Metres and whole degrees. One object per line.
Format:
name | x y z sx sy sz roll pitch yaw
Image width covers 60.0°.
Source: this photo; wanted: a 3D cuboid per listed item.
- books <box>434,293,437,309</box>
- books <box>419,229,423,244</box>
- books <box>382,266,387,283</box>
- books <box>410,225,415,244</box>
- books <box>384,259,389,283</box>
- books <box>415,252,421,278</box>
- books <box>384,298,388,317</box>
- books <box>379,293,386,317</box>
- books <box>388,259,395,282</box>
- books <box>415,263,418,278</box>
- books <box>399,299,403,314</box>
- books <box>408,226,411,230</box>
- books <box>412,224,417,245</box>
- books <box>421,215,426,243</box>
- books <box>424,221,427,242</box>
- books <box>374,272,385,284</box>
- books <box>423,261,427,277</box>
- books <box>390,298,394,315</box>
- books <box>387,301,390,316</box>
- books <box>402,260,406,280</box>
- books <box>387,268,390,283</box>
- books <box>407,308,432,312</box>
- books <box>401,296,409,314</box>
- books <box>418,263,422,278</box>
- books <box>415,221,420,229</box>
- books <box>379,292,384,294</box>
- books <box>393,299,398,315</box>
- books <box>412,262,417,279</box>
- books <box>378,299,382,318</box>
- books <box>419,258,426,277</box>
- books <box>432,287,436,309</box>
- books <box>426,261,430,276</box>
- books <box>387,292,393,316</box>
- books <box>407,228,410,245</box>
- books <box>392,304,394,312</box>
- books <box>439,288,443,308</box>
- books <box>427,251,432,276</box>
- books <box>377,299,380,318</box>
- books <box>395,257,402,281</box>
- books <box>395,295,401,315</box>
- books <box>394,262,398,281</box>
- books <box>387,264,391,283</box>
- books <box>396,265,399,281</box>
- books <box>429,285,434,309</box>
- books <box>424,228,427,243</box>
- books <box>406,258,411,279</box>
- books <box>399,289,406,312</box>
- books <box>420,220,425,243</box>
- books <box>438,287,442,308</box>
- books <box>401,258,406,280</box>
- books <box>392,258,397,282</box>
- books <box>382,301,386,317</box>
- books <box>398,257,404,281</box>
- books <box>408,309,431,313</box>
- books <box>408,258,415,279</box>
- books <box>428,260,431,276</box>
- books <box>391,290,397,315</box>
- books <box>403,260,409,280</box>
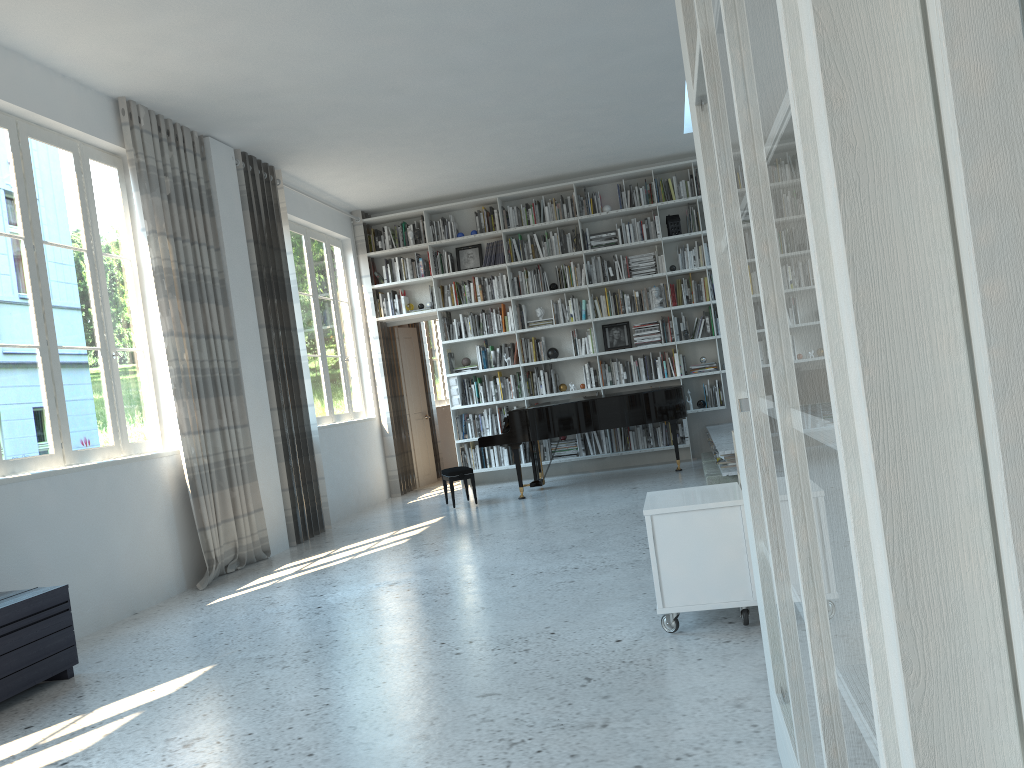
books | -0.824 -0.944 9.960 0.021 0.224 0.231 -8 0 10
books | -1.005 -1.640 10.007 0.028 0.185 0.167 -8 0 10
books | -1.422 -1.227 10.097 0.034 0.218 0.166 -8 0 10
books | -1.096 -1.662 10.021 0.021 0.253 0.179 -8 0 10
books | -1.404 -1.270 10.095 0.011 0.296 0.162 -8 0 10
books | -1.046 -1.323 10.015 0.012 0.303 0.189 -8 0 10
books | -1.410 -0.860 10.098 0.010 0.220 0.181 -8 0 10
books | -1.458 -0.884 10.106 0.023 0.281 0.170 -8 0 10
books | -1.345 -1.271 10.065 0.023 0.282 0.186 -8 0 10
books | -1.054 -1.269 10.043 0.029 0.197 0.144 -8 0 10
books | -1.235 -0.870 10.089 0.029 0.191 0.134 -8 0 10
books | -1.119 -1.654 10.016 0.025 0.244 0.167 -8 0 10
books | -1.073 -1.668 10.014 0.027 0.259 0.147 -8 0 10
books | -0.974 -1.722 9.993 0.014 0.337 0.167 -8 0 10
books | -0.931 -1.685 9.955 0.024 0.252 0.235 -8 0 10
books | -1.493 -1.197 10.122 0.121 0.176 0.129 -8 0 11
books | -0.956 -1.282 10.022 0.029 0.196 0.146 -8 0 10
books | -1.339 -0.867 10.111 0.023 0.214 0.140 -8 0 10
books | -1.384 -0.846 10.119 0.029 0.185 0.134 -8 0 10
books | -1.195 -1.275 10.044 0.012 0.249 0.192 -8 0 10
books | -1.378 -1.221 10.103 0.024 0.192 0.138 -8 0 10
books | -1.026 -0.833 10.040 0.285 0.012 0.159 -8 0 13
books | -1.201 -0.885 10.049 0.029 0.211 0.187 -8 0 10
books | -1.014 -1.267 10.027 0.031 0.182 0.151 -8 0 10
books | -1.053 -1.687 10.022 0.013 0.292 0.154 -8 0 10
books | -1.473 -0.893 10.132 0.013 0.303 0.135 -8 0 10
books | -1.295 -0.862 10.078 0.024 0.193 0.181 -8 0 10
books | -1.084 -1.272 10.040 0.028 0.212 0.138 -8 0 10
books | -1.485 -0.851 10.112 0.013 0.222 0.162 -8 0 10
books | -0.992 -1.294 9.999 0.029 0.229 0.191 -8 0 10
books | -0.859 -0.962 10.019 0.044 0.269 0.133 -8 0 10
books | -0.931 -1.281 10.003 0.026 0.188 0.154 -8 0 10
books | -1.369 -0.897 10.098 0.022 0.281 0.156 -8 0 10
books | -1.138 -1.642 10.033 0.021 0.226 0.156 -8 0 10
books | -1.326 -0.865 10.087 0.011 0.206 0.163 -8 0 10
books | -0.777 -0.955 9.986 0.022 0.232 0.151 -8 0 10
books | -0.905 -1.338 9.998 0.014 0.294 0.172 -8 0 10
books | -1.498 -0.852 10.114 0.013 0.228 0.179 -8 0 10
books | -1.264 -1.284 10.045 0.021 0.286 0.179 -8 0 10
books | -1.270 -0.888 10.054 0.021 0.237 0.188 -8 0 10
books | -1.288 -1.257 10.077 0.024 0.239 0.155 -8 0 10
books | -1.362 -1.241 10.074 0.023 0.228 0.171 -8 0 10
books | -1.271 -1.244 10.064 0.010 0.209 0.165 -8 0 10
books | -0.891 -0.965 10.003 0.012 0.285 0.159 -8 0 10
books | -0.949 -1.686 9.996 0.025 0.259 0.138 -8 0 10
books | -1.146 -1.288 10.033 0.025 0.261 0.167 -8 0 10
books | -1.225 -0.926 10.065 0.013 0.299 0.179 -8 0 10
books | -0.988 -1.694 10.001 0.022 0.286 0.175 -8 0 10
books | -0.794 -0.963 9.998 0.012 0.254 0.161 -8 0 10
books | -1.208 -1.283 10.046 0.013 0.269 0.162 -8 0 10
books | -1.316 -1.278 10.082 0.028 0.288 0.132 -8 0 10
books | -1.426 -0.846 10.110 0.029 0.197 0.160 -8 0 10
books | -1.233 -1.291 10.059 0.037 0.292 0.155 -8 0 10
books | -1.025 -0.821 10.038 0.285 0.012 0.159 -8 0 8
books | -1.119 -1.287 10.027 0.030 0.251 0.165 -8 0 10
books | -0.913 -1.308 10.013 0.014 0.236 0.143 -8 0 10
books | -1.323 -0.911 10.067 0.013 0.297 0.187 -8 0 10
books | -1.178 -1.275 10.041 0.021 0.244 0.173 -8 0 10
